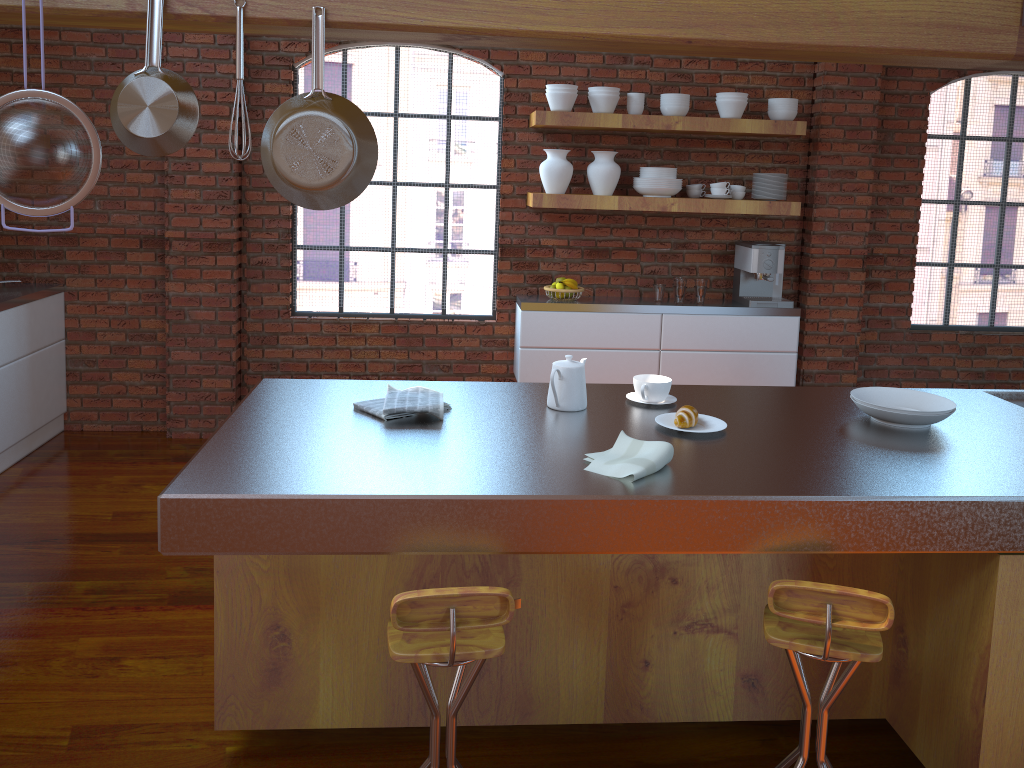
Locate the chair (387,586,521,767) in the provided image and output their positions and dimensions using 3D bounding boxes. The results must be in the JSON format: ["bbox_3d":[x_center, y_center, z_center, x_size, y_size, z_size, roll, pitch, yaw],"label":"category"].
[{"bbox_3d":[-0.149,0.747,1.909,0.338,0.740,0.344,1,8,-10],"label":"chair"}]

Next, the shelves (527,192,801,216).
[{"bbox_3d":[0.866,-1.048,5.112,1.535,0.075,0.344,1,13,-5],"label":"shelves"}]

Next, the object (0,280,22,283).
[{"bbox_3d":[-2.839,-0.541,4.726,0.349,0.073,0.198,-4,14,-24],"label":"object"}]

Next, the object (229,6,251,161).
[{"bbox_3d":[-0.593,-0.654,1.918,0.045,0.327,0.047,4,7,20],"label":"object"}]

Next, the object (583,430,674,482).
[{"bbox_3d":[0.259,0.161,2.074,0.197,0.060,0.207,-10,17,-41],"label":"object"}]

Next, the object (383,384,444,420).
[{"bbox_3d":[-0.276,0.052,2.496,0.164,0.049,0.237,1,13,-5],"label":"object"}]

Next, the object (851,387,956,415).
[{"bbox_3d":[1.133,0.069,2.559,0.283,0.054,0.286,-6,15,-32],"label":"object"}]

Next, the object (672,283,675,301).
[{"bbox_3d":[0.988,-0.543,5.219,0.078,0.102,0.079,6,10,25],"label":"object"}]

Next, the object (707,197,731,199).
[{"bbox_3d":[1.188,-1.071,5.072,0.155,0.012,0.156,-11,18,-43],"label":"object"}]

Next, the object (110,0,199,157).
[{"bbox_3d":[-0.776,-0.665,1.876,0.194,0.354,0.087,2,7,-1],"label":"object"}]

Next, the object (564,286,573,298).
[{"bbox_3d":[0.322,-0.534,5.105,0.076,0.064,0.078,8,12,28],"label":"object"}]

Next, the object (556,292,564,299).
[{"bbox_3d":[0.277,-0.512,5.066,0.056,0.045,0.046,8,11,28],"label":"object"}]

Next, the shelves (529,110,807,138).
[{"bbox_3d":[0.881,-1.492,5.062,1.535,0.075,0.344,1,13,-5],"label":"shelves"}]

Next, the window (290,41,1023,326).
[{"bbox_3d":[2.419,-1.480,7.785,17.421,9.775,3.687,-1,8,-15],"label":"window"}]

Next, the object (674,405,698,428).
[{"bbox_3d":[0.481,0.087,2.421,0.062,0.050,0.140,5,13,13],"label":"object"}]

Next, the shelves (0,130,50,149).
[{"bbox_3d":[-2.850,-1.135,3.953,0.654,0.075,2.018,1,13,-5],"label":"shelves"}]

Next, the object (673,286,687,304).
[{"bbox_3d":[0.972,-0.515,5.100,0.078,0.102,0.079,6,10,25],"label":"object"}]

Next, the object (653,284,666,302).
[{"bbox_3d":[0.863,-0.533,5.167,0.078,0.102,0.079,-4,11,-34],"label":"object"}]

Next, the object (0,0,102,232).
[{"bbox_3d":[-1.014,-0.578,1.837,0.272,0.522,0.086,1,7,-5],"label":"object"}]

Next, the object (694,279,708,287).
[{"bbox_3d":[1.100,-0.556,5.129,0.078,0.102,0.079,3,9,7],"label":"object"}]

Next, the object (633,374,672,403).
[{"bbox_3d":[0.422,0.018,2.679,0.124,0.068,0.118,-2,12,-20],"label":"object"}]

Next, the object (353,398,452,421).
[{"bbox_3d":[-0.312,0.062,2.508,0.233,0.026,0.167,-9,17,-39],"label":"object"}]

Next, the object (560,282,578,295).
[{"bbox_3d":[0.346,-0.549,5.072,0.064,0.093,0.178,7,13,31],"label":"object"}]

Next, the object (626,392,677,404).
[{"bbox_3d":[0.425,0.048,2.684,0.154,0.012,0.156,8,14,23],"label":"object"}]

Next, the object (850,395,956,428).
[{"bbox_3d":[1.133,0.079,2.560,0.283,0.054,0.286,-6,15,-32],"label":"object"}]

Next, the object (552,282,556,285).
[{"bbox_3d":[0.256,-0.576,5.168,0.045,0.046,0.056,7,12,27],"label":"object"}]

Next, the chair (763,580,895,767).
[{"bbox_3d":[0.679,0.759,1.978,0.339,0.740,0.343,4,8,15],"label":"chair"}]

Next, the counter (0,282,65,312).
[{"bbox_3d":[-2.850,-0.324,4.050,0.714,0.044,2.025,1,13,-5],"label":"counter"}]

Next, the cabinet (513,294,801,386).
[{"bbox_3d":[0.838,-0.253,5.202,1.621,0.469,0.343,1,9,-5],"label":"cabinet"}]

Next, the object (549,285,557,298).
[{"bbox_3d":[0.248,-0.540,5.115,0.074,0.074,0.074,-4,11,-29],"label":"object"}]

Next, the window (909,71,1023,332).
[{"bbox_3d":[3.123,-1.141,5.538,1.268,1.647,0.085,1,6,-5],"label":"window"}]

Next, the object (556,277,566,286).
[{"bbox_3d":[0.289,-0.593,5.131,0.068,0.060,0.071,4,11,11],"label":"object"}]

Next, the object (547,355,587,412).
[{"bbox_3d":[0.164,-0.010,2.584,0.118,0.153,0.201,2,11,1],"label":"object"}]

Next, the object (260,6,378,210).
[{"bbox_3d":[-0.429,-0.601,1.929,0.265,0.438,0.070,2,7,0],"label":"object"}]

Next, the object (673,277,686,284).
[{"bbox_3d":[0.989,-0.580,5.215,0.078,0.102,0.079,6,10,25],"label":"object"}]

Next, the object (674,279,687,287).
[{"bbox_3d":[0.974,-0.553,5.096,0.078,0.102,0.079,6,10,25],"label":"object"}]

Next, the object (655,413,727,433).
[{"bbox_3d":[0.491,0.111,2.420,0.195,0.013,0.198,6,14,15],"label":"object"}]

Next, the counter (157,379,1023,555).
[{"bbox_3d":[0.797,0.190,2.435,3.141,0.128,1.045,1,13,-5],"label":"counter"}]

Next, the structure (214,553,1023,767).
[{"bbox_3d":[0.780,0.634,2.494,3.117,0.755,1.044,1,11,-5],"label":"structure"}]

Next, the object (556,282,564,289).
[{"bbox_3d":[0.276,-0.561,5.072,0.045,0.052,0.052,-1,10,-16],"label":"object"}]

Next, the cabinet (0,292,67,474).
[{"bbox_3d":[-2.866,0.099,4.097,0.711,0.803,2.024,1,12,-5],"label":"cabinet"}]
